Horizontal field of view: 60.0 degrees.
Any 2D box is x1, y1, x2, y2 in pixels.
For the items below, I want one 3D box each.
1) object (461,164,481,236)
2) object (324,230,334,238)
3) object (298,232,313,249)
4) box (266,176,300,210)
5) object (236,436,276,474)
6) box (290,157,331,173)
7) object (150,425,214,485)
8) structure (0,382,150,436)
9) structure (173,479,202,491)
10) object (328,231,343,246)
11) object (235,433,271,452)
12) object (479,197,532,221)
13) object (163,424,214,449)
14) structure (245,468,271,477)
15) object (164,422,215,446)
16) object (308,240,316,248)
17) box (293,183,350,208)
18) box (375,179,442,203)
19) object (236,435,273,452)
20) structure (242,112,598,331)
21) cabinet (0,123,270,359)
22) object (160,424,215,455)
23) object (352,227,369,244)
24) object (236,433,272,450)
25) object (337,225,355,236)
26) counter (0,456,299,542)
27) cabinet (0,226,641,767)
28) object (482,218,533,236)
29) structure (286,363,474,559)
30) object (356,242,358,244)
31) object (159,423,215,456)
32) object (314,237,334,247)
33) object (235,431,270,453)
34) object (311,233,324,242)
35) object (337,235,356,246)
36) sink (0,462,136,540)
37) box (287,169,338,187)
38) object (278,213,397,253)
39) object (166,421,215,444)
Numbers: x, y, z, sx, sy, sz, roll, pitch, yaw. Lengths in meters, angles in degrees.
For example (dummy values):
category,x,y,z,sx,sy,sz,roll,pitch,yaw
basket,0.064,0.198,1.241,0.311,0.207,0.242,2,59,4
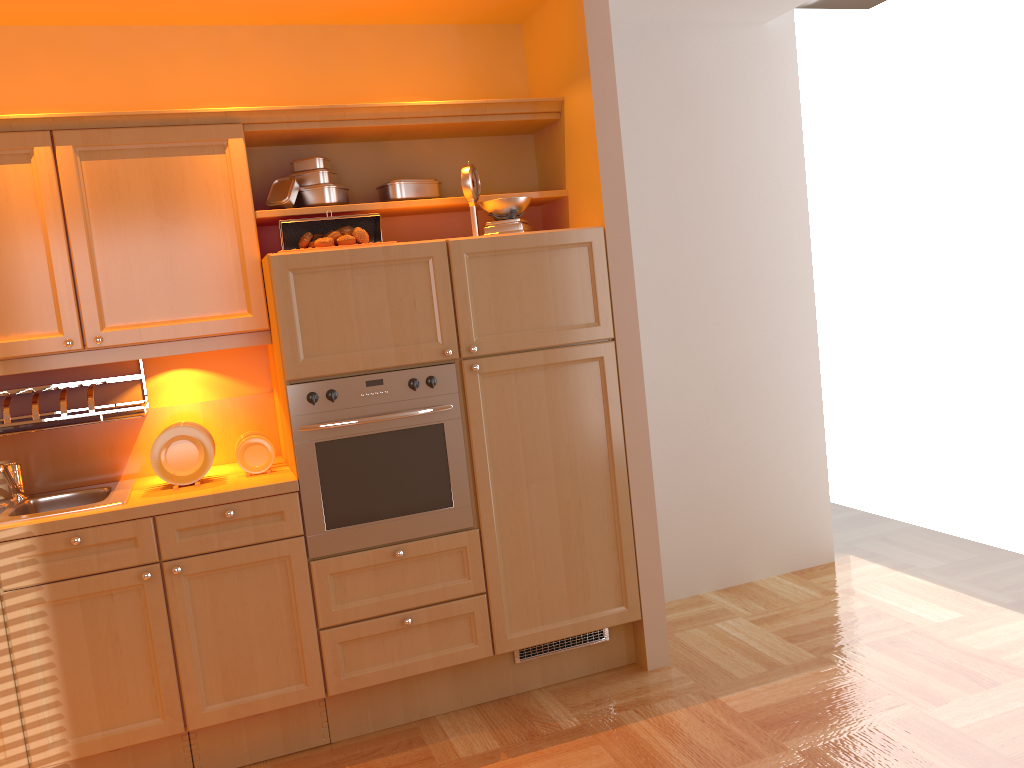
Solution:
category,x,y,z,sx,sy,sz,roll,pitch,yaw
object,-0.143,-0.676,3.289,0.039,0.271,0.134,-5,6,15
object,-0.633,-0.511,3.142,0.066,0.063,0.061,-7,6,-12
object,-0.719,-0.496,3.091,0.055,0.064,0.069,-8,6,-14
box,-0.834,-0.691,3.229,0.098,0.129,0.117,-4,6,17
object,-0.896,0.248,3.101,0.133,0.129,0.037,-8,6,-19
box,-0.754,-0.815,3.331,0.140,0.052,0.098,-4,6,17
object,-1.123,0.242,3.022,0.205,0.200,0.049,-8,6,-17
structure,-1.732,0.101,3.020,0.900,0.126,0.300,-8,6,-19
structure,-1.124,0.339,3.082,0.084,0.010,0.219,-8,6,-16
object,-0.619,-0.504,3.094,0.065,0.056,0.056,-10,7,-35
object,-0.930,0.241,3.206,0.133,0.129,0.037,-8,6,-19
object,-0.020,-0.636,3.261,0.199,0.075,0.199,-1,7,40
object,-1.131,0.241,3.049,0.205,0.200,0.049,-8,6,-17
structure,-0.915,0.306,3.187,0.084,0.010,0.219,-8,6,-18
object,-1.155,0.235,3.129,0.205,0.200,0.049,-8,6,-17
object,-0.679,-0.487,3.096,0.067,0.035,0.068,-4,6,21
box,-0.741,-0.693,3.343,0.242,0.090,0.169,-4,6,17
box,-0.398,-0.742,3.455,0.242,0.090,0.169,-11,7,-38
object,-0.904,0.246,3.127,0.133,0.129,0.037,-8,6,-19
structure,-1.319,-0.639,2.327,1.061,1.148,4.091,-1,8,45
cabinet,-1.784,-0.434,2.951,1.792,0.712,0.332,-8,6,-19
object,-1.139,0.239,3.075,0.205,0.200,0.049,-8,6,-17
object,-0.525,-0.515,3.092,0.045,0.064,0.066,-3,7,32
object,-0.922,0.243,3.180,0.133,0.129,0.037,-8,6,-19
object,-0.581,-0.538,3.124,0.063,0.047,0.061,-3,6,29
counter,-1.646,0.437,2.911,1.800,0.038,0.600,-8,6,-19
cabinet,-1.070,0.445,3.103,3.000,1.700,0.625,-8,6,-19
object,-0.014,-0.572,3.268,0.156,0.053,0.179,-5,6,15
structure,-0.431,0.256,3.003,0.576,0.583,0.066,-8,6,-19
object,-0.557,-0.503,3.117,0.065,0.036,0.062,-8,6,-16
object,-1.147,0.237,3.102,0.205,0.200,0.049,-8,6,-17
object,-0.644,-0.484,3.040,0.066,0.034,0.069,-6,6,-1
object,-0.948,0.238,3.258,0.133,0.129,0.037,-8,6,-17
object,-0.686,-0.505,3.147,0.069,0.061,0.037,-10,7,-35
object,-0.572,-0.496,3.060,0.065,0.036,0.062,-7,6,-6
sink,-1.647,0.424,2.908,0.746,0.336,0.465,-8,6,-19
box,-0.749,-0.761,3.336,0.177,0.066,0.124,-4,6,17
object,-0.634,-0.525,3.117,0.400,0.123,0.280,-8,6,-18
object,-1.163,0.233,3.156,0.205,0.200,0.049,-8,6,-17
